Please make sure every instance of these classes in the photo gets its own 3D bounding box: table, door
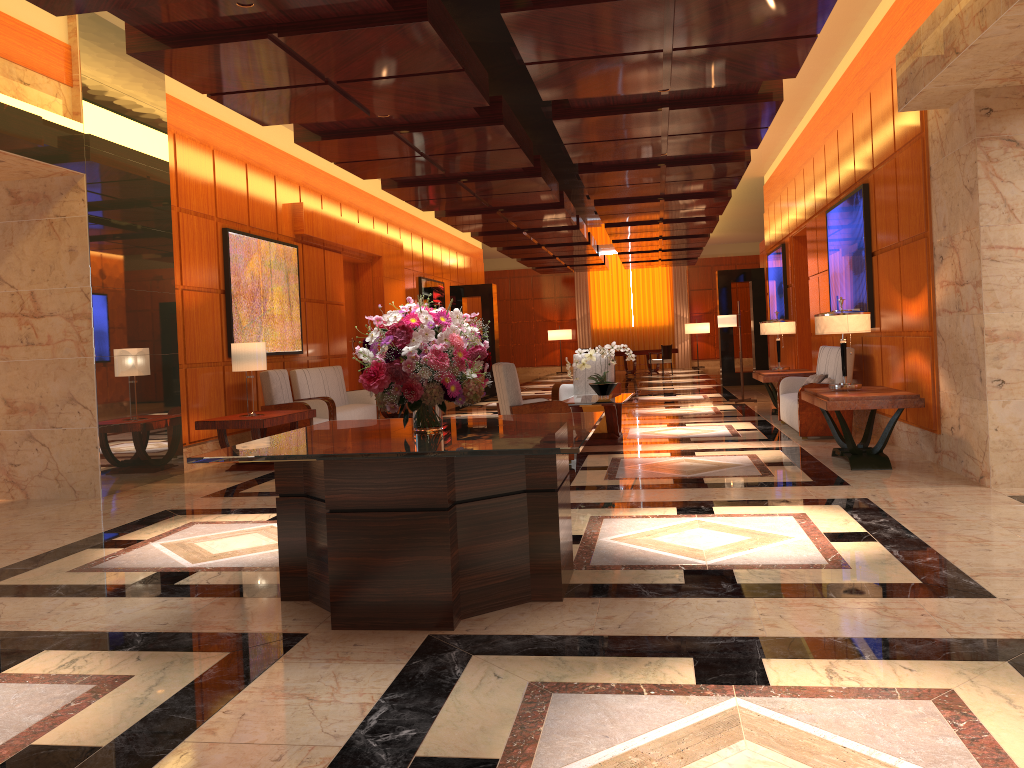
[{"bbox_3d":[0.954,0.404,9.840,0.722,0.495,1.562,-2,2,12],"label":"table"},{"bbox_3d":[4.594,-1.013,13.394,0.340,2.650,1.539,-3,1,9],"label":"door"},{"bbox_3d":[2.934,0.364,7.498,0.725,0.606,1.272,-2,2,10],"label":"table"},{"bbox_3d":[-2.569,0.582,9.030,0.724,0.534,1.169,-2,2,12],"label":"table"},{"bbox_3d":[3.847,-0.638,26.285,2.108,0.741,0.783,-4,2,-20],"label":"table"},{"bbox_3d":[-0.388,0.598,4.256,1.600,0.744,1.602,-2,2,9],"label":"table"},{"bbox_3d":[-2.648,-0.731,14.565,0.340,2.650,1.501,-3,1,9],"label":"door"},{"bbox_3d":[-1.759,0.313,13.974,0.724,0.534,1.169,-2,2,12],"label":"table"},{"bbox_3d":[3.616,0.138,11.664,0.725,0.606,1.272,-2,2,10],"label":"table"}]

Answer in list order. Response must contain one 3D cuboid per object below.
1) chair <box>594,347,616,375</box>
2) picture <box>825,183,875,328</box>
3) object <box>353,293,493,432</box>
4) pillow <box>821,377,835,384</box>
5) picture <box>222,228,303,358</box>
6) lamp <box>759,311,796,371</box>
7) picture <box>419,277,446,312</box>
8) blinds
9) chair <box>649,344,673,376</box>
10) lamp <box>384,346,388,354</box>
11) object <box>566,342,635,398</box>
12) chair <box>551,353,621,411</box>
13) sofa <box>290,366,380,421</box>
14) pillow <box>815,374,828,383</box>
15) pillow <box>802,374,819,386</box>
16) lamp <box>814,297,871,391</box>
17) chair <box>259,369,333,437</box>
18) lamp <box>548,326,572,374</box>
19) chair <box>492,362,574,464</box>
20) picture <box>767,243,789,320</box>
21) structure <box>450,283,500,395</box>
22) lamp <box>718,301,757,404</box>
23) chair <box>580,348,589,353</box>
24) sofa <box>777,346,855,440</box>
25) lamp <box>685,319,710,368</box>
[{"bbox_3d":[2.861,-0.712,27.513,0.576,0.894,0.585,-2,1,37],"label":"chair"},{"bbox_3d":[3.743,-1.341,9.880,0.056,1.451,1.999,-3,2,9],"label":"picture"},{"bbox_3d":[-0.419,-0.105,4.270,0.650,0.658,0.680,-3,2,1],"label":"object"},{"bbox_3d":[3.361,0.051,9.538,0.202,0.229,0.273,-2,2,12],"label":"pillow"},{"bbox_3d":[-3.018,-1.074,10.893,0.056,1.451,1.999,-3,2,9],"label":"picture"},{"bbox_3d":[3.525,-0.578,11.737,0.459,0.793,0.458,-3,1,-29],"label":"lamp"},{"bbox_3d":[-1.684,-1.517,19.045,0.056,1.451,1.999,-3,2,9],"label":"picture"},{"bbox_3d":[4.150,-2.516,30.745,3.851,4.063,0.149,-2,0,9],"label":"blinds"},{"bbox_3d":[4.303,-0.679,25.376,0.585,0.894,0.576,-3,1,-38],"label":"chair"},{"bbox_3d":[1.467,-0.214,8.436,0.335,0.734,12.996,-3,3,-31],"label":"lamp"},{"bbox_3d":[1.003,-0.160,9.944,0.788,0.617,0.417,-3,1,-13],"label":"object"},{"bbox_3d":[0.961,0.089,11.348,0.737,0.960,0.629,-2,1,28],"label":"chair"},{"bbox_3d":[-2.339,0.233,11.829,0.612,0.932,1.801,-2,2,10],"label":"sofa"},{"bbox_3d":[3.467,0.012,9.973,0.160,0.253,0.358,-3,2,6],"label":"pillow"},{"bbox_3d":[3.509,-0.002,10.407,0.195,0.227,0.344,-2,2,14],"label":"pillow"},{"bbox_3d":[2.855,-0.347,7.638,0.458,0.809,0.459,-2,1,19],"label":"lamp"},{"bbox_3d":[-2.489,0.303,10.215,0.628,0.960,0.738,-3,1,8],"label":"chair"},{"bbox_3d":[1.672,-1.182,30.529,0.811,1.660,0.810,-3,1,-41],"label":"lamp"},{"bbox_3d":[0.185,0.261,8.454,0.629,0.960,0.738,-3,1,-12],"label":"chair"},{"bbox_3d":[4.690,-1.655,15.663,0.056,1.451,1.999,-3,2,9],"label":"picture"},{"bbox_3d":[-0.829,-1.002,20.199,0.985,2.497,0.500,-3,0,9],"label":"structure"},{"bbox_3d":[3.656,-0.524,14.473,0.526,1.660,0.360,-3,0,-1],"label":"lamp"},{"bbox_3d":[2.348,-0.634,26.364,0.585,0.894,0.576,-4,1,-43],"label":"chair"},{"bbox_3d":[3.397,0.054,9.966,0.612,0.932,1.801,-2,2,10],"label":"sofa"},{"bbox_3d":[6.251,-1.359,29.777,0.811,1.660,0.810,-3,1,-41],"label":"lamp"}]
